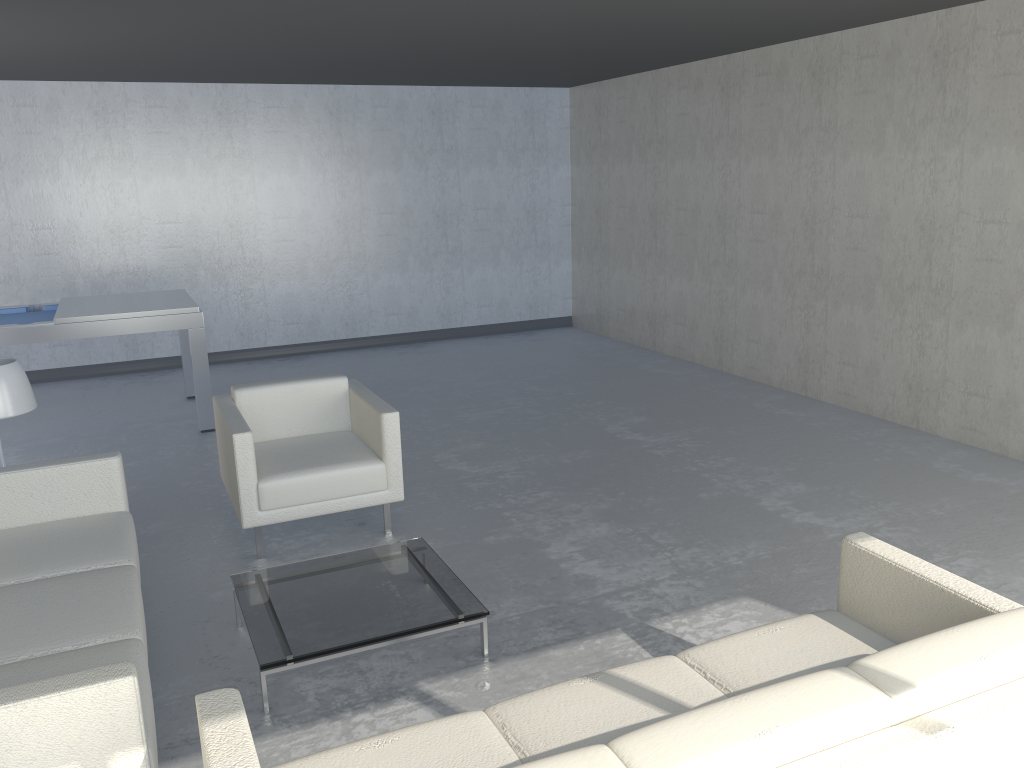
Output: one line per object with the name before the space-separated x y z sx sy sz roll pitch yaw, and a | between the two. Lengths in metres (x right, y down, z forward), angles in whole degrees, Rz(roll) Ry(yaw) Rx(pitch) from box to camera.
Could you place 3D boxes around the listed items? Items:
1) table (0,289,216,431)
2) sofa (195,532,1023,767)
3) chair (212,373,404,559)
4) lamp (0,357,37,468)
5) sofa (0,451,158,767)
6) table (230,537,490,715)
table | -3.225 -0.094 6.053 2.095 0.835 1.180 -8 15 -23
sofa | 0.347 0.879 1.978 1.881 0.658 0.821 -8 15 -23
chair | -1.014 0.351 4.365 0.748 0.662 0.821 -8 15 -23
lamp | -2.246 0.195 3.855 0.347 0.582 0.347 7 16 34
sofa | -1.571 0.761 2.712 0.821 0.658 1.881 -8 15 -23
table | -0.573 0.848 3.239 0.773 0.190 0.730 -8 15 -23
